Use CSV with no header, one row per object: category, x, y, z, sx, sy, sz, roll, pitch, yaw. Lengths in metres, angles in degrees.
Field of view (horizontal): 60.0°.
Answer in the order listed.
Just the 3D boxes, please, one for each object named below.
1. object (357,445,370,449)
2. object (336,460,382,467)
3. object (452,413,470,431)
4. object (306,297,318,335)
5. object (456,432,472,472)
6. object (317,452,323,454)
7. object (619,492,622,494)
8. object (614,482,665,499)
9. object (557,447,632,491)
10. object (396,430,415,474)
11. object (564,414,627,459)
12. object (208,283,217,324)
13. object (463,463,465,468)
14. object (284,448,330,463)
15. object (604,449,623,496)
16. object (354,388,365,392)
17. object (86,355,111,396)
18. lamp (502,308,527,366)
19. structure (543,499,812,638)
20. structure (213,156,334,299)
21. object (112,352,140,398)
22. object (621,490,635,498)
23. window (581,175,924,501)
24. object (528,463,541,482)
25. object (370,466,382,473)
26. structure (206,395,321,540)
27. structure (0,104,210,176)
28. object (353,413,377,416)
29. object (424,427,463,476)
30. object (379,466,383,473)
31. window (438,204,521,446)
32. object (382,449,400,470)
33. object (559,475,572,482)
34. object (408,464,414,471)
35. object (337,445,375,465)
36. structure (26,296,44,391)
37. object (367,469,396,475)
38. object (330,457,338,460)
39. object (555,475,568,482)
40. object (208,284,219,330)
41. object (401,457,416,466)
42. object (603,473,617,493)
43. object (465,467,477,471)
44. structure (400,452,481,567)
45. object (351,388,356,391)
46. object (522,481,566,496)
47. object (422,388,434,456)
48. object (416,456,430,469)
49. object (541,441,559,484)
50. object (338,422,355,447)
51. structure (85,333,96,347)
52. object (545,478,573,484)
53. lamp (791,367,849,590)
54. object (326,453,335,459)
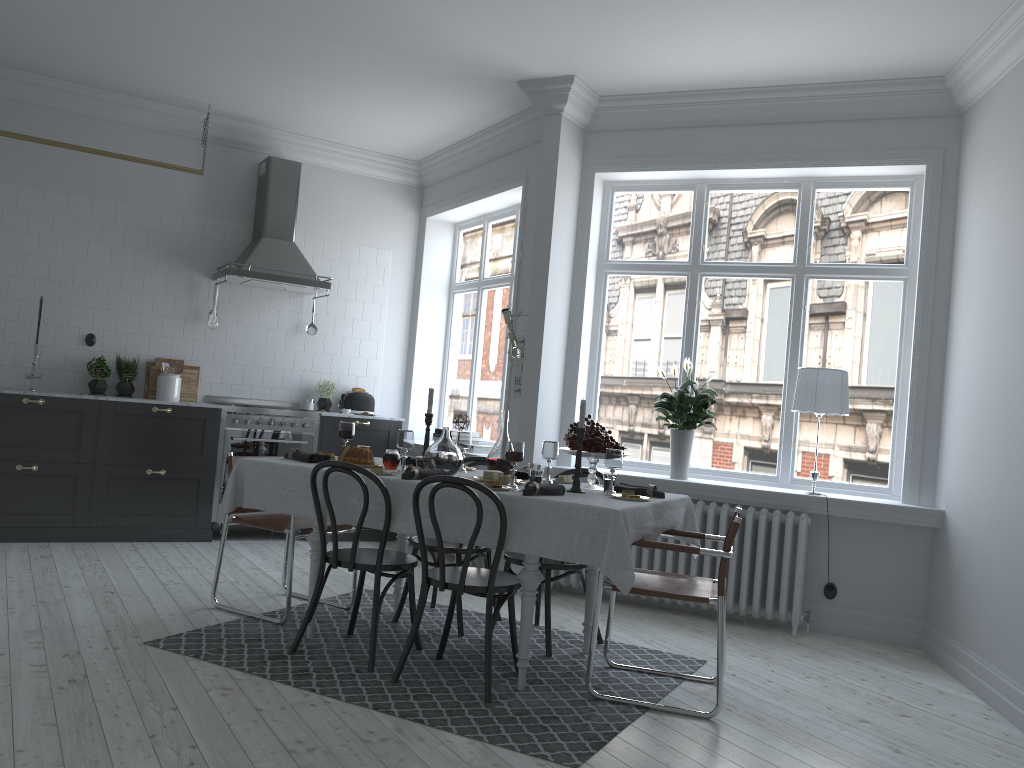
object,-0.800,0.379,4.752,0.066,0.094,0.066,6,-2,-41
object,-0.800,0.414,4.577,0.251,0.018,0.251,6,-2,-30
object,-0.419,0.313,7.328,0.147,0.148,0.147,6,-2,-39
object,-1.709,-0.581,7.613,0.101,0.331,0.030,5,-2,-20
object,-0.263,0.366,4.764,0.083,0.215,0.083,6,-2,-25
object,-1.042,0.386,4.804,0.038,0.041,0.057,5,-1,3
object,0.562,0.521,4.158,0.131,0.012,0.031,4,-2,22
object,0.612,0.505,4.262,0.247,0.061,0.165,5,-1,9
object,0.398,0.424,4.377,0.367,0.188,0.367,5,-1,11
object,-0.522,0.332,4.314,0.083,0.215,0.083,6,-2,-25
object,0.417,0.259,4.370,0.318,0.215,0.347,4,-2,22
object,-2.422,-0.652,7.207,0.066,0.332,0.024,6,-2,-25
object,-0.288,0.455,4.948,0.051,0.039,0.036,4,-2,37
object,-1.083,0.369,4.563,0.247,0.061,0.165,5,-1,9
object,0.468,0.412,4.129,0.083,0.215,0.083,6,-2,-25
object,-1.335,0.091,7.754,0.107,0.110,0.010,6,-2,-26
object,-3.152,-0.070,6.754,0.172,0.311,0.179,5,-2,-19
lamp,0.031,-0.029,6.060,0.312,0.977,0.131,4,-2,34
structure,1.020,1.092,5.624,1.710,0.753,0.245,4,-2,23
structure,-1.907,-1.299,7.258,0.843,1.079,0.567,6,-2,-30
object,-2.975,-0.081,6.841,0.186,0.367,0.196,4,-2,15
object,0.528,0.502,4.037,0.057,0.037,0.021,5,-1,-9
window,1.541,-0.360,5.933,2.079,2.080,0.061,4,-2,22
object,0.111,0.449,4.480,0.066,0.094,0.066,5,-2,-19
object,-0.644,0.406,4.191,0.057,0.037,0.021,6,-2,-40
structure,-2.055,0.676,7.173,0.779,1.096,0.651,6,-2,-30
structure,-3.217,-1.976,6.376,1.988,0.556,0.053,6,-2,-30
object,-1.252,0.262,7.543,0.209,0.011,0.209,5,-1,8
object,-0.336,0.335,4.387,0.194,0.245,0.194,3,-2,43
object,-0.643,0.407,4.224,0.057,0.037,0.021,5,-2,-12
window,-0.156,-0.463,7.528,0.061,2.080,1.716,6,-2,-30
object,-0.615,0.385,4.528,0.091,0.101,0.091,4,-2,15
object,0.271,0.496,4.653,0.077,0.039,0.040,4,-2,30
object,-0.522,0.424,4.459,0.031,0.031,0.167,5,-1,5
object,-0.801,0.372,4.568,0.191,0.105,0.164,5,-1,-11
structure,-3.446,-0.294,6.446,0.100,0.692,0.266,6,-2,-30
object,-0.640,0.419,4.204,0.182,0.013,0.182,5,-2,-15
object,-1.014,0.403,4.809,0.182,0.013,0.182,6,-2,-30
object,0.251,0.492,4.616,0.078,0.040,0.039,4,-2,35
object,-2.406,-0.627,7.179,0.076,0.381,0.074,4,-2,40
object,-0.522,0.427,4.959,0.165,0.061,0.247,5,-1,9
object,0.460,0.472,4.208,0.066,0.094,0.066,6,-2,-41
object,-0.288,0.468,4.913,0.182,0.013,0.182,6,-2,-30
structure,-0.687,0.989,7.225,0.245,0.753,1.673,6,-2,-30
object,-1.368,0.086,7.824,0.107,0.110,0.010,6,-2,-26
object,0.143,0.455,3.852,0.165,0.061,0.247,5,-1,9
object,-0.437,0.236,4.611,0.089,0.432,0.089,5,-1,-8
object,-0.435,0.398,4.281,0.066,0.094,0.066,6,-2,-41
object,0.187,0.397,4.467,0.083,0.215,0.083,6,-2,-35
object,-0.891,0.312,4.750,0.083,0.215,0.083,6,-2,-25
structure,-3.238,-0.339,6.820,0.079,0.103,0.032,6,-2,-30
object,0.264,0.507,4.630,0.182,0.013,0.182,6,-2,-30
lamp,1.833,0.575,5.372,0.335,1.331,0.335,6,-2,-43
object,-0.985,0.393,4.810,0.036,0.039,0.051,5,-1,10
